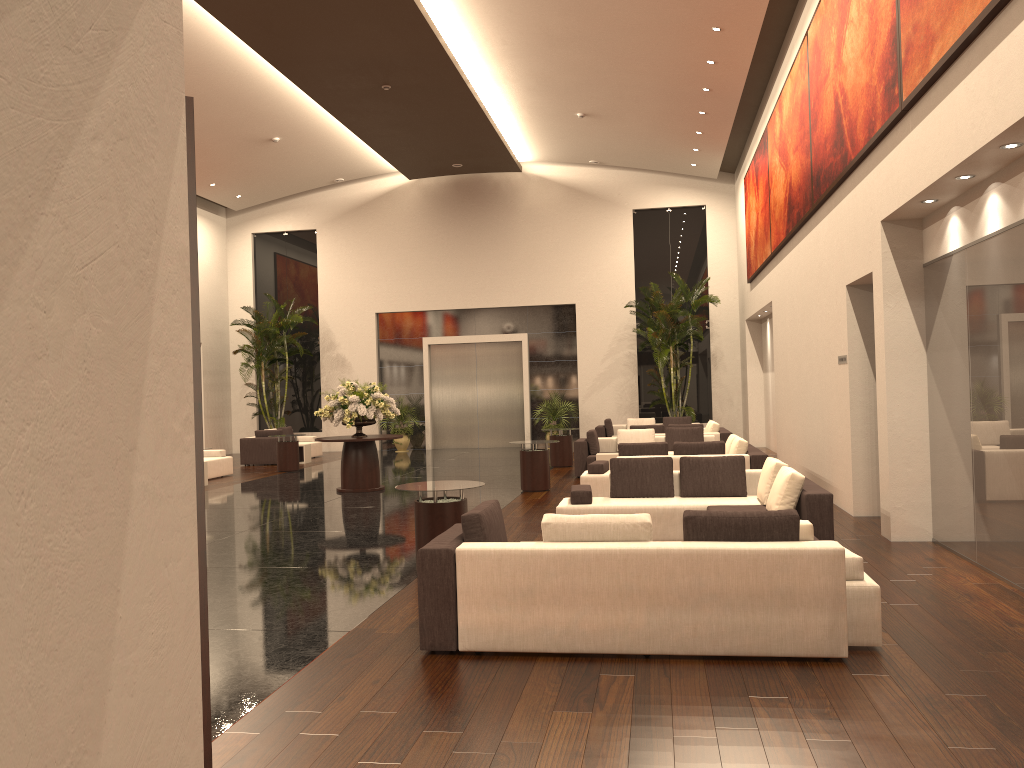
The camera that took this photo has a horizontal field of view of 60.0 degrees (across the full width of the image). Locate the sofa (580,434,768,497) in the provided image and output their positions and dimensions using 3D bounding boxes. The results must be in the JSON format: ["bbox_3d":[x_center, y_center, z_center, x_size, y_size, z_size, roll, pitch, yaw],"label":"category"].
[{"bbox_3d":[2.464,1.243,13.799,2.586,0.862,3.366,-2,0,9],"label":"sofa"}]

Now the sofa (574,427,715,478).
[{"bbox_3d":[2.598,1.256,16.430,2.846,0.862,1.291,-2,0,9],"label":"sofa"}]

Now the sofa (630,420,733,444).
[{"bbox_3d":[3.374,1.253,19.398,2.586,0.862,3.366,-2,0,9],"label":"sofa"}]

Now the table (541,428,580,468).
[{"bbox_3d":[1.041,1.352,18.771,0.833,0.795,0.844,-2,0,-30],"label":"table"}]

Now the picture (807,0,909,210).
[{"bbox_3d":[3.832,-3.696,10.146,0.070,2.526,4.515,-2,0,9],"label":"picture"}]

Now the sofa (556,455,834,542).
[{"bbox_3d":[1.623,1.233,8.515,2.586,0.862,3.366,-2,0,9],"label":"sofa"}]

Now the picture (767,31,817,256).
[{"bbox_3d":[4.557,-3.688,14.605,0.070,2.526,4.515,-2,0,9],"label":"picture"}]

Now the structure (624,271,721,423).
[{"bbox_3d":[4.303,-0.623,23.412,2.436,4.611,2.531,-2,0,-19],"label":"structure"}]

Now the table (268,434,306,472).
[{"bbox_3d":[-4.993,1.543,19.751,0.833,0.795,0.844,-2,0,-30],"label":"table"}]

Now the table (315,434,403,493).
[{"bbox_3d":[-2.637,1.379,15.396,1.498,0.921,1.498,-2,0,0],"label":"table"}]

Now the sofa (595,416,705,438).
[{"bbox_3d":[3.508,1.266,22.029,2.846,0.862,1.291,-2,0,9],"label":"sofa"}]

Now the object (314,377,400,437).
[{"bbox_3d":[-2.643,0.371,15.396,1.453,1.097,1.402,-1,0,-35],"label":"object"}]

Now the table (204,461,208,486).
[{"bbox_3d":[-6.094,1.728,16.929,0.400,0.460,0.400,-2,0,9],"label":"table"}]

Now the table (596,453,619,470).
[{"bbox_3d":[1.726,1.482,15.905,0.400,0.460,0.400,-2,0,9],"label":"table"}]

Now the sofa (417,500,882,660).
[{"bbox_3d":[0.901,1.238,5.988,2.846,0.862,1.291,-2,0,9],"label":"sofa"}]

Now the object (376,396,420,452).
[{"bbox_3d":[-3.134,1.082,25.184,1.297,1.682,1.373,-2,-1,42],"label":"object"}]

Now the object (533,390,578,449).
[{"bbox_3d":[1.132,0.946,24.438,1.373,1.682,1.297,-1,-1,-43],"label":"object"}]

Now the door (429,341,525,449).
[{"bbox_3d":[-1.001,0.333,25.668,2.767,3.048,0.040,-2,0,9],"label":"door"}]

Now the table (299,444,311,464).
[{"bbox_3d":[-5.261,1.737,22.053,0.400,0.460,0.400,-2,0,9],"label":"table"}]

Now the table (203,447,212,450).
[{"bbox_3d":[-5.659,1.535,15.480,0.833,0.795,0.844,-2,0,-30],"label":"table"}]

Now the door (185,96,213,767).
[{"bbox_3d":[-0.852,0.581,2.088,0.104,2.232,0.990,-2,0,-30],"label":"door"}]

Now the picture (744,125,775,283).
[{"bbox_3d":[5.282,-3.681,19.068,0.070,2.526,4.515,-2,0,9],"label":"picture"}]

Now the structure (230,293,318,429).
[{"bbox_3d":[-6.751,-0.271,25.353,2.436,4.611,2.531,-2,0,-19],"label":"structure"}]

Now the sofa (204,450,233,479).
[{"bbox_3d":[-6.623,1.548,17.810,1.291,0.862,2.846,-2,0,9],"label":"sofa"}]

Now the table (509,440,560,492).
[{"bbox_3d":[0.375,1.344,14.500,0.833,0.795,0.844,-2,0,-30],"label":"table"}]

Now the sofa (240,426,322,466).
[{"bbox_3d":[-5.790,1.557,22.933,1.291,0.862,2.846,-2,0,9],"label":"sofa"}]

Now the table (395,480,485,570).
[{"bbox_3d":[-0.650,1.333,8.190,0.844,0.795,0.833,-1,-1,-42],"label":"table"}]

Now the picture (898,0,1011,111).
[{"bbox_3d":[2.948,-3.705,4.705,0.070,2.526,6.485,-2,0,9],"label":"picture"}]
